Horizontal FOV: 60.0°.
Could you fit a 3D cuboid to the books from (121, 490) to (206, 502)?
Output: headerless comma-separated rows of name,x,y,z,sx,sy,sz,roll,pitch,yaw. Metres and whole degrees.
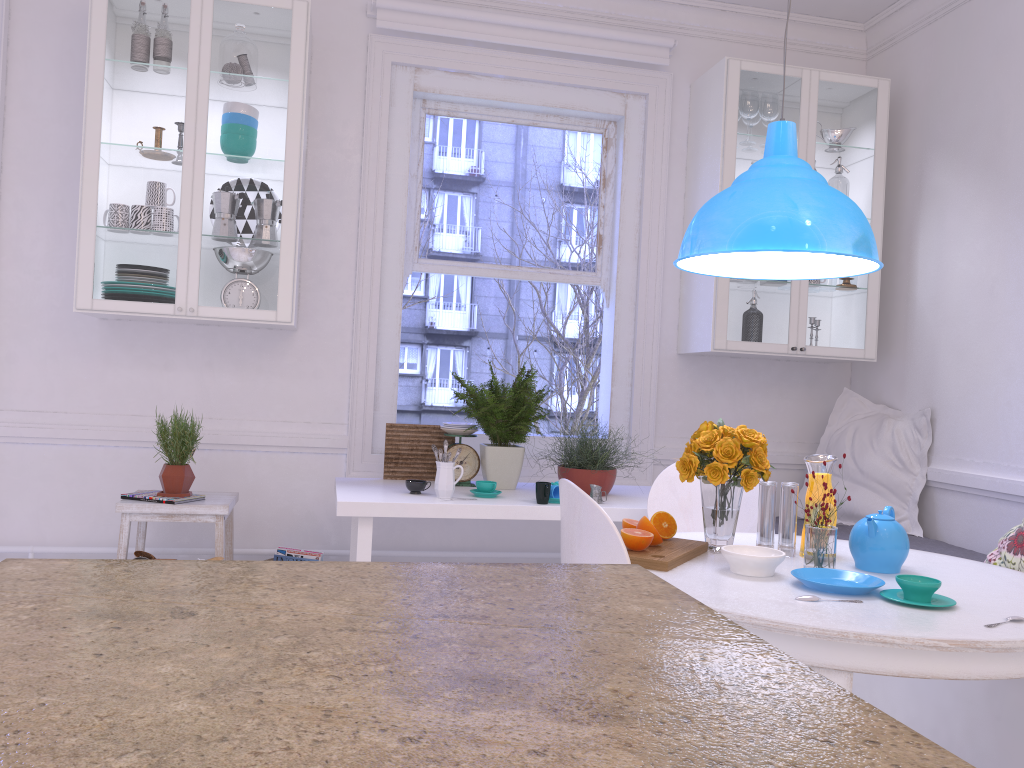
books,-1.337,0.428,3.404,0.246,0.007,0.180,3,0,18

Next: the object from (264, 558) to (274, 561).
object,-0.919,0.865,3.554,0.276,0.270,0.276,3,0,21

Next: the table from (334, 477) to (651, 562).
table,0.060,0.739,3.499,1.514,0.619,0.736,3,0,-12

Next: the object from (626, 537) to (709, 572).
object,0.339,0.419,2.236,0.224,0.024,0.347,3,0,28

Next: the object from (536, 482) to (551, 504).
object,0.109,0.392,3.183,0.055,0.077,0.070,3,0,14

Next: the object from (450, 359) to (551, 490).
object,-0.044,0.160,3.598,0.438,0.527,0.368,3,0,-12

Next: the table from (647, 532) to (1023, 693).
table,0.738,0.766,2.128,1.140,0.629,1.140,3,0,17

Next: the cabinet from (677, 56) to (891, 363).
cabinet,1.281,-0.779,4.187,0.823,1.311,0.425,3,0,-12

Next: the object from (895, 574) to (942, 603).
object,0.848,0.429,1.852,0.088,0.043,0.088,3,0,-4

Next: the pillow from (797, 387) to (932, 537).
pillow,1.634,0.338,4.104,0.374,0.642,0.677,3,0,-41

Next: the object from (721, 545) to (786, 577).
object,0.563,0.415,2.076,0.147,0.052,0.147,3,0,31

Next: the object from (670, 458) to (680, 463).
object,0.728,0.388,3.695,0.127,0.152,0.115,3,0,-29

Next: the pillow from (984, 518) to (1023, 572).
pillow,1.814,0.449,2.680,0.509,0.447,0.592,3,0,-7

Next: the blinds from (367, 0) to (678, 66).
blinds,0.068,-1.608,4.080,1.451,0.131,0.136,3,0,-12

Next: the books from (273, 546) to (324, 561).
books,-0.912,0.832,3.566,0.221,0.306,0.205,3,0,21

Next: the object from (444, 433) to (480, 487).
object,-0.217,0.313,3.681,0.159,0.208,0.185,3,0,-12

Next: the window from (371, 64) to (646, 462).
window,-0.015,-0.541,4.263,1.234,1.782,0.181,3,0,-12

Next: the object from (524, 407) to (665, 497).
object,0.320,0.277,3.577,0.668,0.367,0.531,3,0,13

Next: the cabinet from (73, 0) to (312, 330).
cabinet,-1.280,-0.912,3.649,0.823,1.311,0.425,3,0,-12

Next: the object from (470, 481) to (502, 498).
object,-0.097,0.393,3.315,0.121,0.055,0.121,3,0,29

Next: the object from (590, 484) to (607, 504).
object,0.317,0.408,3.292,0.066,0.067,0.052,3,0,-11

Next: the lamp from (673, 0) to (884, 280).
lamp,0.794,-1.302,2.512,0.568,1.948,0.568,3,0,22

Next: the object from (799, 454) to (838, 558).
object,0.815,0.322,2.351,0.094,0.267,0.116,3,0,15

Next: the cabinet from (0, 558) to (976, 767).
cabinet,-0.078,0.613,0.364,0.654,0.842,1.167,3,0,-12

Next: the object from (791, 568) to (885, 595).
object,0.716,0.437,1.955,0.196,0.023,0.196,3,0,-24

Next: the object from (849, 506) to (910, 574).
object,0.914,0.384,2.203,0.156,0.151,0.150,3,0,-8

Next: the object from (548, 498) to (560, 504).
object,0.161,0.423,3.258,0.121,0.021,0.121,3,0,29

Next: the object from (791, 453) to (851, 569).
object,0.761,0.308,2.142,0.128,0.287,0.128,3,0,-10

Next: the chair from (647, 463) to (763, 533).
chair,0.550,0.651,2.799,0.604,0.845,0.483,3,0,34

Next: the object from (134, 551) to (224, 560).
object,-1.231,0.674,3.184,0.358,0.110,0.211,3,0,-9

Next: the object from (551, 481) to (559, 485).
object,0.182,0.392,3.271,0.069,0.059,0.082,3,0,-34

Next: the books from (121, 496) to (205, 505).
books,-1.337,0.437,3.404,0.246,0.011,0.180,3,0,18

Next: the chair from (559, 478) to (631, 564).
chair,0.326,0.637,1.943,0.483,0.845,0.604,3,0,-12

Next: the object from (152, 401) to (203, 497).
object,-1.274,0.243,3.406,0.196,0.367,0.186,3,0,33

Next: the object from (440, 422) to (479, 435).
object,-0.217,0.186,3.691,0.164,0.047,0.163,3,0,38

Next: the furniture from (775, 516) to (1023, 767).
furniture,1.652,0.875,2.617,0.769,0.508,3.296,3,0,-12

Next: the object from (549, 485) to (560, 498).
object,0.149,0.396,3.252,0.069,0.058,0.080,3,0,-39

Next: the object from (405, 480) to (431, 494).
object,-0.356,0.383,3.293,0.082,0.048,0.079,3,0,38

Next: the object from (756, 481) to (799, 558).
object,0.705,0.356,2.354,0.101,0.186,0.122,3,0,18

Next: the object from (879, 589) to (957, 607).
object,0.846,0.450,1.852,0.147,0.011,0.147,3,0,-9

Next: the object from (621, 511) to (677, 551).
object,0.328,0.369,2.258,0.129,0.075,0.285,3,0,24

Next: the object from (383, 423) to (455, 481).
object,-0.390,0.290,3.754,0.294,0.237,0.028,3,0,-12

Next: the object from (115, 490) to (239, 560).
object,-1.290,0.712,3.384,0.418,0.534,0.599,3,0,-12

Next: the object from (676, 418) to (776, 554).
object,0.559,0.266,2.332,0.235,0.351,0.234,3,0,43
